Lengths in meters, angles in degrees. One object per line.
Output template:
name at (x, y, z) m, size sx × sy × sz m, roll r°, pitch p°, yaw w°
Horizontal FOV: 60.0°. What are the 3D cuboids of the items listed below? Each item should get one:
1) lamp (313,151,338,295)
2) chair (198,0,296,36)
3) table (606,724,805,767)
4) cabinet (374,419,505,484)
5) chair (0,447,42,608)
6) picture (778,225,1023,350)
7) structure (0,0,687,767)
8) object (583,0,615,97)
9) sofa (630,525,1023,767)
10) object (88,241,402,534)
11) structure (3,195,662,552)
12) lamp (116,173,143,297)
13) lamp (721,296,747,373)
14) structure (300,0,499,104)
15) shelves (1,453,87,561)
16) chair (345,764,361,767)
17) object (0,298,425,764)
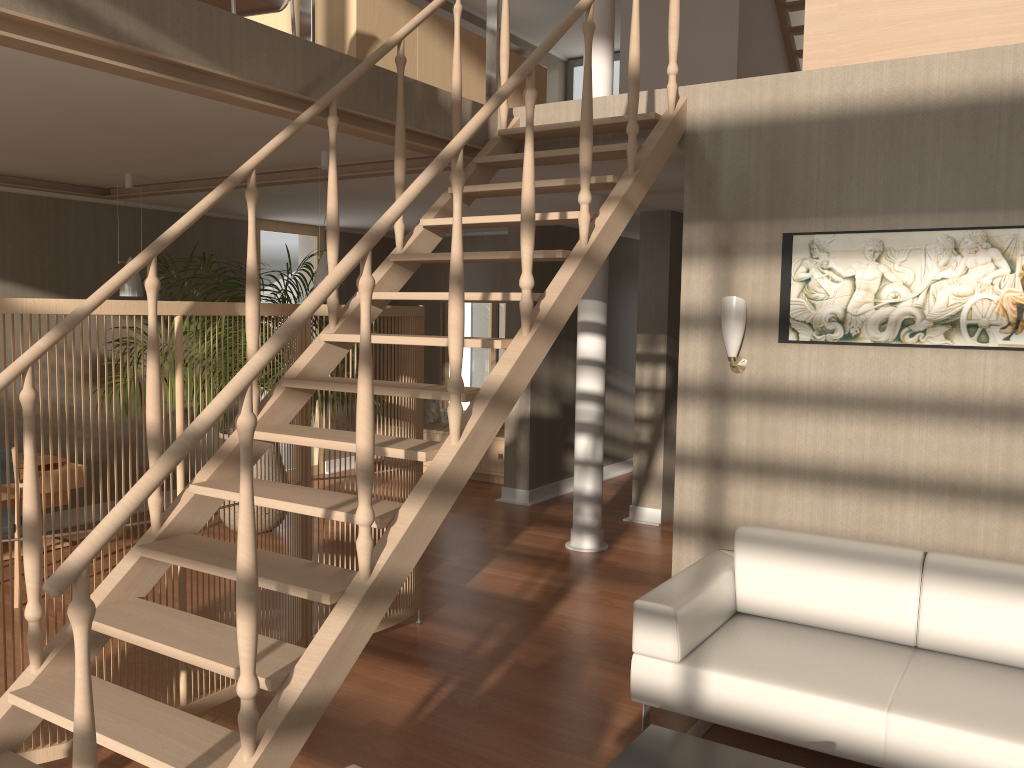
lamp at (-1.029, -0.875, 4.898) m, size 0.139 × 0.800 × 0.139 m, roll -1°, pitch 5°, yaw -22°
chair at (-1.387, -1.865, 4.405) m, size 0.496 × 0.796 × 0.430 m, roll 3°, pitch 5°, yaw 27°
table at (0.793, 1.306, 2.259) m, size 1.260 × 0.293 × 0.700 m, roll 4°, pitch 6°, yaw 32°
cabinet at (-0.543, 0.668, 8.785) m, size 1.911 × 0.458 × 0.500 m, roll 4°, pitch 6°, yaw 32°
chair at (-2.939, 0.751, 4.871) m, size 0.582 × 0.856 × 0.509 m, roll -1°, pitch 5°, yaw -18°
picture at (1.857, -0.388, 3.586) m, size 1.531 × 0.487 × 0.018 m, roll 4°, pitch 6°, yaw 32°
structure at (-0.453, -0.434, 3.197) m, size 1.000 × 3.578 × 3.150 m, roll 4°, pitch 6°, yaw 32°
object at (0.587, -2.755, 5.858) m, size 0.200 × 2.400 × 0.200 m, roll 4°, pitch 6°, yaw 32°
sofa at (1.426, 1.023, 3.189) m, size 1.781 × 0.740 × 0.905 m, roll 4°, pitch 6°, yaw 32°
object at (-1.916, 0.132, 6.445) m, size 2.109 × 2.304 × 2.157 m, roll 3°, pitch 5°, yaw 21°
structure at (0.836, -0.041, 5.050) m, size 8.342 × 2.533 × 10.775 m, roll 4°, pitch 6°, yaw 32°
lamp at (-2.512, -0.978, 5.834) m, size 0.139 × 0.800 × 0.139 m, roll 2°, pitch 5°, yaw 7°
lamp at (1.018, -0.223, 4.057) m, size 0.112 × 0.353 × 0.153 m, roll 4°, pitch 6°, yaw 32°
structure at (-2.418, -1.920, 4.251) m, size 3.475 × 0.900 × 3.300 m, roll 4°, pitch 6°, yaw 32°
shelves at (-3.483, 0.830, 5.303) m, size 0.658 × 0.590 × 1.600 m, roll 4°, pitch 6°, yaw 32°
chair at (-0.352, 1.136, 1.461) m, size 0.900 × 0.740 × 0.905 m, roll 5°, pitch 6°, yaw 42°
object at (-1.057, 0.445, 3.601) m, size 0.233 × 1.542 × 2.229 m, roll 5°, pitch 6°, yaw 37°
